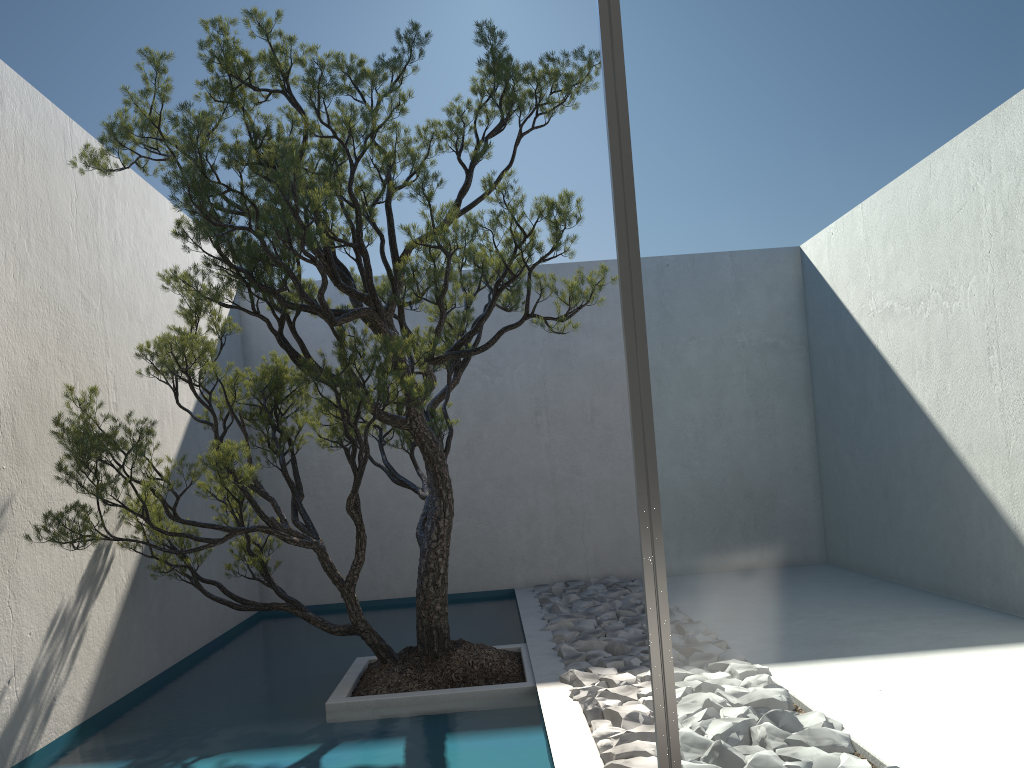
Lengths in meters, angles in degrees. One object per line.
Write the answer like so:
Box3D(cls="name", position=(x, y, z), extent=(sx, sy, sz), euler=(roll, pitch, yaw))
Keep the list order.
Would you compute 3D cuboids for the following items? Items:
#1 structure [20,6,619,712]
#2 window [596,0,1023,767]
Box3D(cls="structure", position=(-0.815, 0.043, 4.489), extent=(2.584, 3.461, 2.529), euler=(-4, -3, -9))
Box3D(cls="window", position=(1.139, -0.380, 1.745), extent=(1.885, 2.996, 0.021), euler=(-4, -1, -2))
